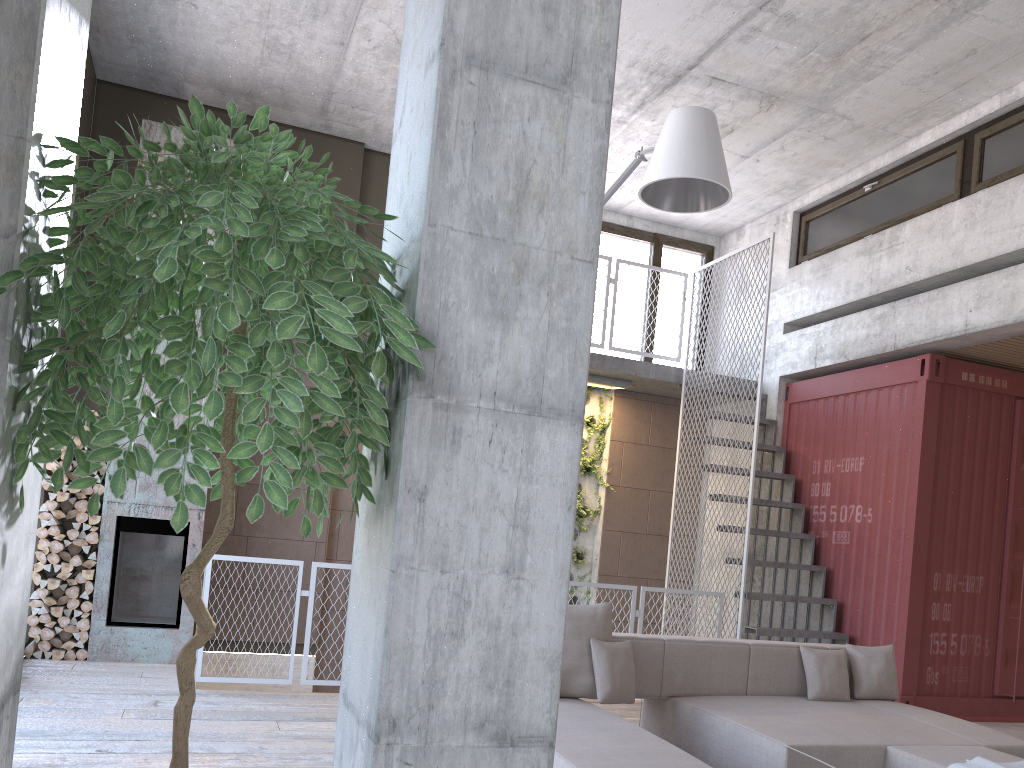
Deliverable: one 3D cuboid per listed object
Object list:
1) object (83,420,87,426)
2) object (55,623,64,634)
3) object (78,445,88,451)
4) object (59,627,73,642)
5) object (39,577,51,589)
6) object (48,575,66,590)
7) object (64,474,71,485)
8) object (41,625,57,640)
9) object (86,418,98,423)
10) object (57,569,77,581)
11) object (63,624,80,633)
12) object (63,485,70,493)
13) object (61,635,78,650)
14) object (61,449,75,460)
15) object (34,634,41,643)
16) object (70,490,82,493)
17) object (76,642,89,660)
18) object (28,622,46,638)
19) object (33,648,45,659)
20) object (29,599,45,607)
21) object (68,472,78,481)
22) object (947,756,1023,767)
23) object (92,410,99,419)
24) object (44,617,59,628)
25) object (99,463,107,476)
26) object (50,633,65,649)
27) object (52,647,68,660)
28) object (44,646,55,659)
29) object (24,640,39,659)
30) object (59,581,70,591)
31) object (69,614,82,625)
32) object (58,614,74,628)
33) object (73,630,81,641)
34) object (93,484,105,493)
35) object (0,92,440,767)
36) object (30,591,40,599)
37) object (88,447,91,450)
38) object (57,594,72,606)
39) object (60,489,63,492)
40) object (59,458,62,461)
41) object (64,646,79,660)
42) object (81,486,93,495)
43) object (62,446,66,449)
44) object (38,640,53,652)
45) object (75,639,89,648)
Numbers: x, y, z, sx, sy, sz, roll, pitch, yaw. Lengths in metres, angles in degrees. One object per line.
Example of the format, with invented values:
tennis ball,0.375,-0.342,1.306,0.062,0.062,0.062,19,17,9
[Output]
object,-3.612,0.332,7.294,0.104,0.102,0.294,7,-9,-20
object,-3.776,2.033,7.343,0.065,0.073,0.362,7,-10,-21
object,-3.631,0.544,7.374,0.115,0.078,0.438,8,-10,-20
object,-3.764,2.112,7.431,0.104,0.101,0.294,7,-9,-20
object,-3.858,1.651,7.277,0.067,0.066,0.426,7,-10,-20
object,-3.786,1.651,7.302,0.094,0.082,0.483,7,-10,-20
object,-3.754,0.799,7.360,0.093,0.092,0.440,7,-10,-20
object,-3.822,2.052,7.267,0.099,0.106,0.296,7,-9,-18
object,-3.550,0.348,7.460,0.100,0.106,0.296,7,-9,-18
object,-3.725,1.592,7.348,0.115,0.078,0.438,8,-10,-20
object,-3.679,2.035,7.374,0.122,0.067,0.366,8,-10,-18
object,-3.724,0.882,7.365,0.067,0.066,0.426,7,-10,-20
object,-3.715,2.182,7.402,0.115,0.078,0.438,8,-10,-20
object,-3.692,0.603,7.327,0.094,0.082,0.483,7,-10,-20
object,-3.884,2.074,7.202,0.045,0.072,0.253,7,-9,-20
object,-3.651,0.883,7.389,0.094,0.082,0.483,7,-10,-20
object,-3.620,2.260,7.428,0.092,0.091,0.440,7,-10,-20
object,-3.925,2.035,7.276,0.101,0.101,0.295,7,-9,-18
object,-3.924,2.227,7.304,0.068,0.066,0.426,7,-10,-20
object,-3.923,1.803,7.284,0.122,0.067,0.366,8,-10,-20
object,-3.688,0.798,7.411,0.102,0.085,0.365,8,-10,-20
object,2.508,1.896,3.457,1.044,0.497,1.619,5,-9,-1
object,-3.534,0.267,7.432,0.088,0.055,0.335,8,-10,-20
object,-3.821,1.982,7.299,0.089,0.056,0.335,8,-10,-20
object,-3.467,0.722,7.460,0.064,0.124,0.367,6,-9,-21
object,-3.813,2.156,7.378,0.102,0.085,0.365,8,-10,-20
object,-3.776,2.241,7.355,0.094,0.082,0.483,7,-10,-20
object,-3.848,2.241,7.331,0.067,0.066,0.426,7,-10,-20
object,-3.969,2.185,7.248,0.064,0.124,0.366,6,-9,-21
object,-3.735,1.685,7.355,0.065,0.073,0.362,7,-10,-17
object,-3.678,1.973,7.403,0.067,0.070,0.426,7,-10,-20
object,-3.734,1.969,7.351,0.091,0.088,0.458,7,-10,-21
object,-3.655,2.107,7.396,0.067,0.084,0.428,7,-10,-21
object,-3.496,0.901,7.461,0.092,0.091,0.440,7,-10,-20
object,-0.674,0.309,1.865,0.965,1.848,1.012,3,-4,37
object,-3.936,1.738,7.307,0.067,0.070,0.427,7,-10,-18
object,-3.563,0.512,7.384,0.068,0.066,0.426,7,-10,-20
object,-3.751,1.811,7.397,0.102,0.085,0.366,7,-10,-18
object,-3.799,0.869,7.337,0.068,0.066,0.426,7,-10,-20
object,-3.764,0.602,7.303,0.067,0.066,0.426,7,-10,-20
object,-3.704,2.255,7.402,0.091,0.088,0.459,7,-10,-20
object,-3.579,0.897,7.435,0.091,0.088,0.459,7,-10,-20
object,-3.714,0.520,7.312,0.091,0.088,0.459,7,-10,-20
object,-3.878,2.157,7.326,0.093,0.092,0.440,7,-10,-20
object,-3.634,2.166,7.411,0.072,0.072,0.426,7,-10,-20
